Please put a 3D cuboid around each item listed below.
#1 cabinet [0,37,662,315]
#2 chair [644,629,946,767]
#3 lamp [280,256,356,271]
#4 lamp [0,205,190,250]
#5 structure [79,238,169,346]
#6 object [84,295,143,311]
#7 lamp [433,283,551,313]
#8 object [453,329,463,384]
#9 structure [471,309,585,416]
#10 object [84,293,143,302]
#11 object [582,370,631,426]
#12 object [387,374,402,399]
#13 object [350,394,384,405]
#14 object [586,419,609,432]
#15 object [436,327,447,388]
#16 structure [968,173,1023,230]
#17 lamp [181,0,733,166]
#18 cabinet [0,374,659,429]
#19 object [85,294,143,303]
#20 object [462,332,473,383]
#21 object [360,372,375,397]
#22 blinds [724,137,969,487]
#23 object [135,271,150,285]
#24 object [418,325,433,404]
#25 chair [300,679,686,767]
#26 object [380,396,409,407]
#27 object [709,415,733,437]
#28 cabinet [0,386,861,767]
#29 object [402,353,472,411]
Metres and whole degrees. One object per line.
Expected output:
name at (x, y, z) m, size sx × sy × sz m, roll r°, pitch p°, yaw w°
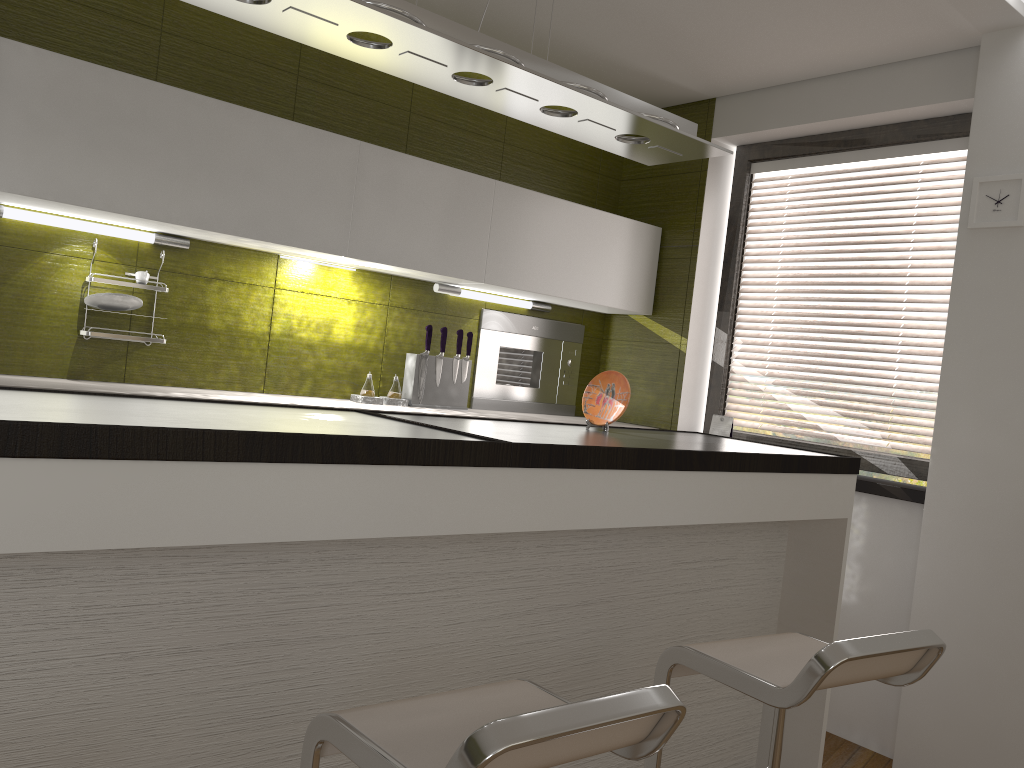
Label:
cabinet at (-0.844, 0.094, 3.433) m, size 3.471 × 2.089 × 0.724 m, roll 6°, pitch 1°, yaw -40°
chair at (0.574, 0.902, 1.913) m, size 0.418 × 0.857 × 0.460 m, roll 6°, pitch 1°, yaw -35°
lamp at (-0.774, -0.484, 3.561) m, size 0.334 × 0.008 × 0.008 m, roll 6°, pitch 1°, yaw -40°
lamp at (-1.445, -0.531, 2.977) m, size 0.715 × 0.041 × 0.041 m, roll 6°, pitch 1°, yaw -40°
structure at (-1.324, -0.311, 3.053) m, size 0.266 × 0.346 × 0.110 m, roll 6°, pitch 1°, yaw -40°
object at (-1.345, -0.273, 2.996) m, size 0.181 × 0.052 × 0.173 m, roll 6°, pitch 1°, yaw -40°
lamp at (-0.075, -0.394, 4.098) m, size 0.716 × 0.041 × 0.095 m, roll 6°, pitch 1°, yaw -40°
object at (-0.239, -0.118, 3.855) m, size 0.036 × 0.243 × 0.013 m, roll 6°, pitch 1°, yaw -40°
structure at (0.092, -0.089, 4.316) m, size 0.663 × 0.469 × 0.015 m, roll 6°, pitch 1°, yaw -40°
object at (-1.345, -0.279, 2.997) m, size 0.181 × 0.052 × 0.173 m, roll 6°, pitch 1°, yaw -40°
object at (0.296, 0.044, 2.795) m, size 0.055 × 0.178 × 0.184 m, roll 6°, pitch 1°, yaw -44°
object at (-0.490, 0.019, 3.720) m, size 0.059 × 0.121 × 0.059 m, roll 7°, pitch 1°, yaw 17°
object at (-0.593, 0.064, 3.623) m, size 0.107 × 0.032 × 0.107 m, roll 6°, pitch 1°, yaw -40°
object at (0.292, 0.082, 2.794) m, size 0.072 × 0.131 × 0.088 m, roll 6°, pitch 1°, yaw -45°
object at (-0.308, -0.115, 3.798) m, size 0.042 × 0.264 × 0.013 m, roll 6°, pitch 1°, yaw -40°
structure at (1.682, -0.629, 3.062) m, size 0.026 × 0.180 × 0.180 m, roll 6°, pitch 1°, yaw -40°
lamp at (-0.059, -1.083, 2.165) m, size 1.677 × 0.683 × 0.326 m, roll 6°, pitch 1°, yaw -40°
cabinet at (-0.620, 0.623, 3.518) m, size 2.940 × 1.086 × 0.465 m, roll 6°, pitch 1°, yaw -40°
object at (-1.345, -0.276, 2.997) m, size 0.181 × 0.052 × 0.173 m, roll 6°, pitch 1°, yaw -40°
object at (-0.201, -0.116, 3.887) m, size 0.040 × 0.231 × 0.013 m, roll 6°, pitch 1°, yaw -40°
object at (-0.587, 0.010, 3.622) m, size 0.059 × 0.121 × 0.059 m, roll 7°, pitch 1°, yaw 6°
blinds at (2.103, -2.900, 7.920) m, size 16.000 × 12.704 × 9.030 m, roll 7°, pitch 1°, yaw -1°
object at (-1.290, -0.369, 3.088) m, size 0.046 × 0.053 × 0.051 m, roll 6°, pitch 1°, yaw -9°
object at (-0.373, -0.083, 3.748) m, size 0.046 × 0.339 × 0.013 m, roll 6°, pitch 1°, yaw -40°
chair at (-0.070, 0.838, 1.367) m, size 0.418 × 0.857 × 0.460 m, roll 6°, pitch 1°, yaw -40°
object at (-0.496, 0.074, 3.721) m, size 0.107 × 0.032 × 0.107 m, roll 6°, pitch 1°, yaw -28°
object at (0.952, 0.230, 4.045) m, size 0.106 × 0.169 × 0.057 m, roll 7°, pitch 1°, yaw 44°
cabinet at (-0.277, 0.661, 2.163) m, size 2.947 × 1.134 × 0.663 m, roll 6°, pitch 1°, yaw -40°
object at (-0.325, -0.006, 3.849) m, size 0.293 × 0.227 × 0.107 m, roll 6°, pitch 1°, yaw -40°
